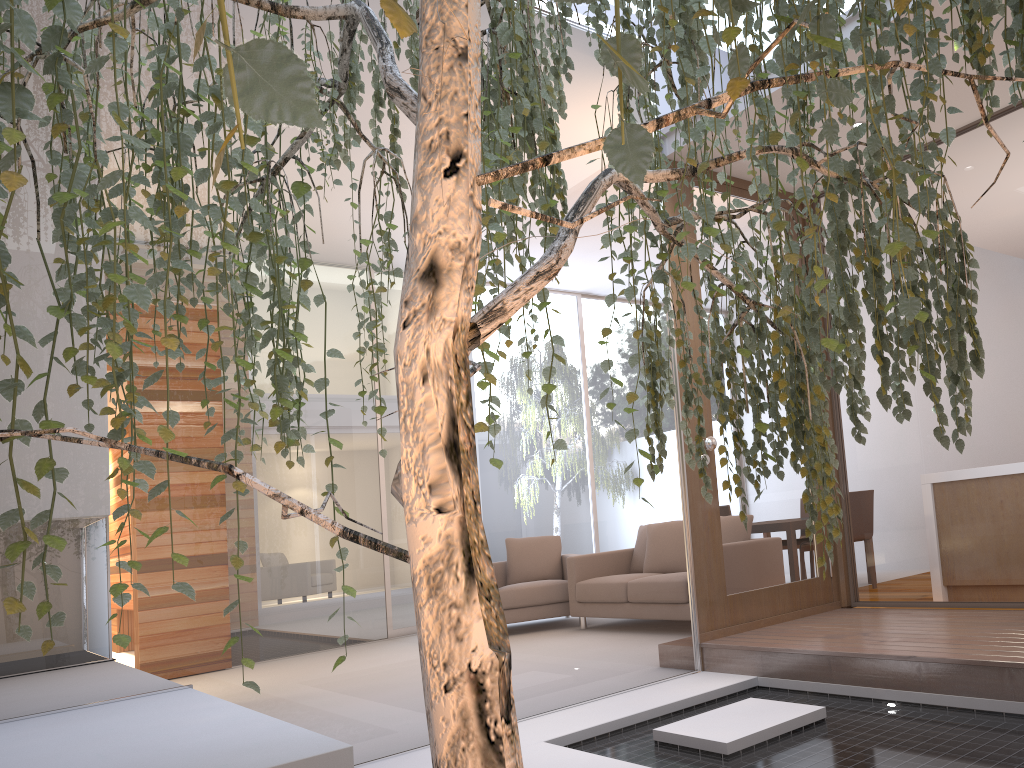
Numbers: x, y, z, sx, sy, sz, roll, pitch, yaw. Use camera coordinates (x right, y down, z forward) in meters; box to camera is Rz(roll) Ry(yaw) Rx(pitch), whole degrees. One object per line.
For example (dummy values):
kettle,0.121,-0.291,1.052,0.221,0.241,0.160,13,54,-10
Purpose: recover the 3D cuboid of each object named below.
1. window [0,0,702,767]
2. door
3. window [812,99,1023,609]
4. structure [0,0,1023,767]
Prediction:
window,-0.461,-0.214,3.270,3.243,3.230,0.044,0,-7,-37
door,1.353,0.068,4.573,1.076,2.346,0.098,-1,-6,-38
window,3.048,-0.342,3.345,0.071,2.444,4.083,-2,-10,-35
structure,0.129,-0.974,1.284,2.033,3.959,2.099,0,-8,-40
